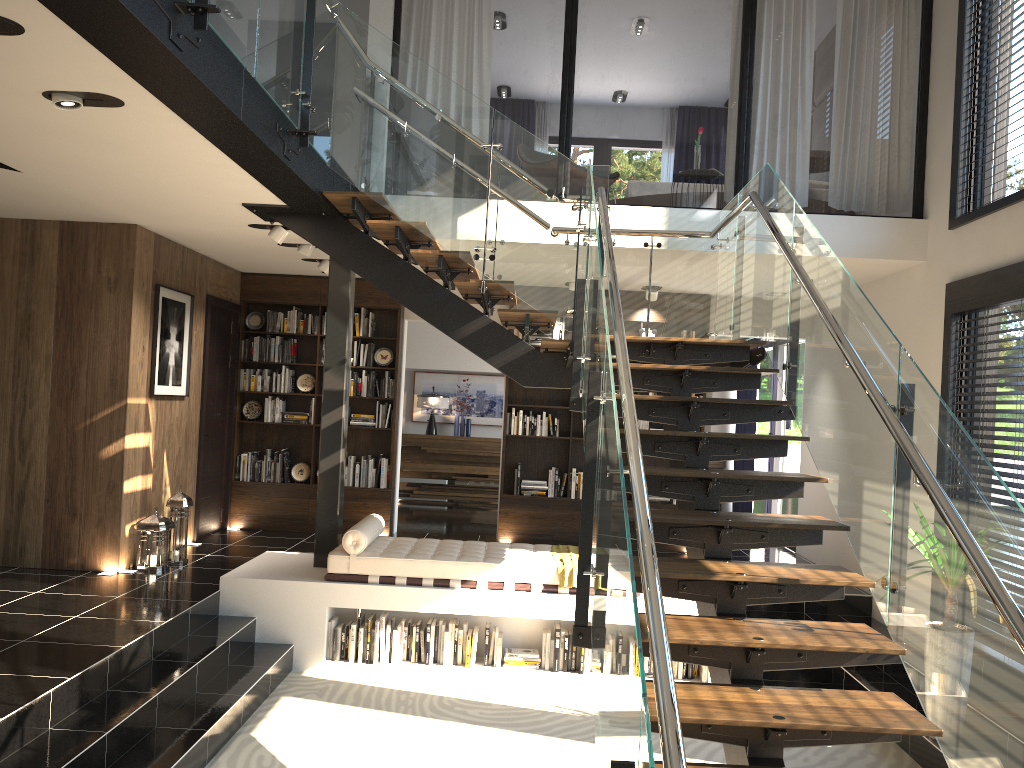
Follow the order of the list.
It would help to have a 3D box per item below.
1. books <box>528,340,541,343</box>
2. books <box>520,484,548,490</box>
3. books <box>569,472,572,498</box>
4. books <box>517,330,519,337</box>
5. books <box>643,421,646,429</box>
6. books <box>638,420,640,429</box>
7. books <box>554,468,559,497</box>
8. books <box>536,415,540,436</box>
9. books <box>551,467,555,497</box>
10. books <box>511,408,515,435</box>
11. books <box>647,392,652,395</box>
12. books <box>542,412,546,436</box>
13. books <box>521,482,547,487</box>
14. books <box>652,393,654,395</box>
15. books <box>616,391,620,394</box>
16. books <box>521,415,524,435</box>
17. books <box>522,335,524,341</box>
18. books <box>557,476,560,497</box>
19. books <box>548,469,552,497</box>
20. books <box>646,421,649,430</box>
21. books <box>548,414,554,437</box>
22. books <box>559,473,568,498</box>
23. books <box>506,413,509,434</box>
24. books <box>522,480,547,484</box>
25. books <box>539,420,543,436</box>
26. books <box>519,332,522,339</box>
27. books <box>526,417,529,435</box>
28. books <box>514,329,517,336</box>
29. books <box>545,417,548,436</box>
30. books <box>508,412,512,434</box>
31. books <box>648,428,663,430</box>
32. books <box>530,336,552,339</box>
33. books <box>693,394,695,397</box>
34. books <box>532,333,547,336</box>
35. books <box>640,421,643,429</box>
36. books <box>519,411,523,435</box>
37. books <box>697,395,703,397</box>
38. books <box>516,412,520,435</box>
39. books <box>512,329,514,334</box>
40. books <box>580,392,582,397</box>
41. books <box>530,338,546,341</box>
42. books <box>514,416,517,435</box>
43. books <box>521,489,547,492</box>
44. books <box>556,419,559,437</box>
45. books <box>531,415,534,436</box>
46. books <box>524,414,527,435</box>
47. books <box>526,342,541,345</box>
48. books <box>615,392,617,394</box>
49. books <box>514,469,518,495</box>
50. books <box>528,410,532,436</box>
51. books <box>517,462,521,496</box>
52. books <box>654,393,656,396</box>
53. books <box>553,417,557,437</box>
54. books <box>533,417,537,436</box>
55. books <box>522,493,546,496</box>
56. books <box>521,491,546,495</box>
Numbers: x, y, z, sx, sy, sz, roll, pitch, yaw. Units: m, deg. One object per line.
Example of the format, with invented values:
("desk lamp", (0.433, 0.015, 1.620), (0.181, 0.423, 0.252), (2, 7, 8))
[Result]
("books", (0.279, -0.440, 9.365), (0.273, 0.025, 0.156), (3, -1, -1))
("books", (0.232, 1.087, 9.359), (0.287, 0.030, 0.176), (3, -1, -1))
("books", (0.613, 1.063, 9.323), (0.026, 0.263, 0.156), (3, -1, 1))
("books", (0.064, -0.522, 9.361), (0.021, 0.217, 0.180), (3, -1, 1))
("books", (1.374, 0.494, 9.281), (0.026, 0.209, 0.184), (3, -1, 1))
("books", (1.321, 0.480, 9.314), (0.025, 0.232, 0.156), (3, -1, 1))
("books", (0.465, 1.038, 9.354), (0.036, 0.302, 0.186), (3, -1, 1))
("books", (0.277, 0.436, 9.345), (0.030, 0.221, 0.190), (3, -1, 1))
("books", (0.431, 1.032, 9.359), (0.031, 0.310, 0.169), (3, -1, 1))
("books", (0.012, 0.393, 9.349), (0.028, 0.282, 0.169), (3, -1, 1))
("books", (1.445, 0.179, 9.345), (0.024, 0.219, 0.174), (3, -1, 1))
("books", (0.334, 0.421, 9.334), (0.029, 0.256, 0.167), (3, -1, 1))
("books", (0.234, 1.060, 9.374), (0.271, 0.025, 0.156), (3, -1, 2))
("books", (1.470, 0.159, 9.342), (0.023, 0.261, 0.146), (3, -1, 1))
("books", (1.110, 0.166, 9.347), (0.030, 0.208, 0.119), (3, -1, 1))
("books", (0.116, 0.435, 9.358), (0.022, 0.207, 0.130), (3, -1, 1))
("books", (0.120, -0.556, 9.349), (0.028, 0.290, 0.170), (3, -1, 1))
("books", (0.492, 1.085, 9.373), (0.023, 0.212, 0.123), (3, -1, 1))
("books", (0.399, 1.043, 9.341), (0.030, 0.284, 0.177), (3, -1, 1))
("books", (1.405, 0.462, 9.291), (0.031, 0.277, 0.168), (3, -1, 1))
("books", (0.408, 0.435, 9.338), (0.070, 0.236, 0.206), (3, -1, 1))
("books", (0.542, 1.066, 9.356), (0.075, 0.254, 0.181), (3, -1, 1))
("books", (-0.043, 0.418, 9.379), (0.025, 0.227, 0.156), (3, -1, 1))
("books", (0.235, 1.035, 9.364), (0.257, 0.024, 0.167), (3, -1, 1))
("books", (0.305, 0.463, 9.356), (0.027, 0.171, 0.146), (3, -1, 1))
("books", (0.090, -0.528, 9.350), (0.030, 0.231, 0.200), (3, -1, 1))
("books", (0.166, 0.443, 9.349), (0.024, 0.197, 0.173), (3, -1, 1))
("books", (0.039, -0.539, 9.369), (0.032, 0.250, 0.167), (3, -1, 1))
("books", (0.362, 0.449, 9.358), (0.030, 0.205, 0.170), (3, -1, 1))
("books", (-0.016, 0.414, 9.383), (0.028, 0.237, 0.134), (3, -1, 1))
("books", (1.569, 0.485, 9.304), (0.272, 0.022, 0.156), (3, -1, 0))
("books", (0.282, -0.491, 9.371), (0.270, 0.025, 0.156), (3, -1, 1))
("books", (1.896, 0.199, 9.337), (0.023, 0.225, 0.146), (3, -1, 1))
("books", (0.283, -0.519, 9.359), (0.285, 0.030, 0.176), (3, -1, 1))
("books", (1.347, 0.490, 9.301), (0.029, 0.214, 0.149), (3, -1, 1))
("books", (0.091, 0.408, 9.346), (0.029, 0.258, 0.181), (3, -1, 1))
("books", (1.955, 0.216, 9.308), (0.051, 0.194, 0.192), (3, -1, 2))
("books", (0.066, 0.414, 9.365), (0.023, 0.245, 0.159), (3, -1, 1))
("books", (0.010, -0.547, 9.378), (0.026, 0.263, 0.156), (3, -1, 1))
("books", (0.719, 0.169, 9.336), (0.027, 0.162, 0.125), (3, -1, 1))
("books", (0.281, -0.466, 9.366), (0.250, 0.026, 0.148), (3, -1, 5))
("books", (0.038, 0.435, 9.346), (0.028, 0.199, 0.175), (3, -1, 1))
("books", (0.231, 1.116, 9.373), (0.271, 0.025, 0.156), (3, -1, 2))
("books", (0.482, 0.466, 9.381), (0.022, 0.185, 0.127), (3, -1, 1))
("books", (0.219, 0.436, 9.365), (0.021, 0.216, 0.170), (3, -1, 1))
("books", (0.141, 0.427, 9.358), (0.028, 0.227, 0.136), (3, -1, 1))
("books", (0.278, -0.415, 9.362), (0.268, 0.026, 0.156), (3, -1, 5))
("books", (1.082, 0.175, 9.321), (0.024, 0.187, 0.148), (3, -1, 1))
("books", (0.044, 1.033, 9.380), (0.025, 0.270, 0.156), (3, -1, 1))
("books", (0.195, 0.407, 9.353), (0.029, 0.272, 0.152), (3, -1, 1))
("books", (0.072, 0.999, 9.335), (0.028, 0.340, 0.203), (3, -1, 1))
("books", (1.492, 0.193, 9.325), (0.026, 0.196, 0.148), (3, -1, 1))
("books", (0.457, 0.451, 9.339), (0.028, 0.210, 0.169), (3, -1, 1))
("books", (0.245, 0.449, 9.358), (0.033, 0.193, 0.172), (3, -1, 1))
("books", (0.228, 1.165, 9.377), (0.247, 0.026, 0.148), (3, -1, 0))
("books", (0.229, 1.140, 9.361), (0.258, 0.024, 0.167), (3, -1, 2))
